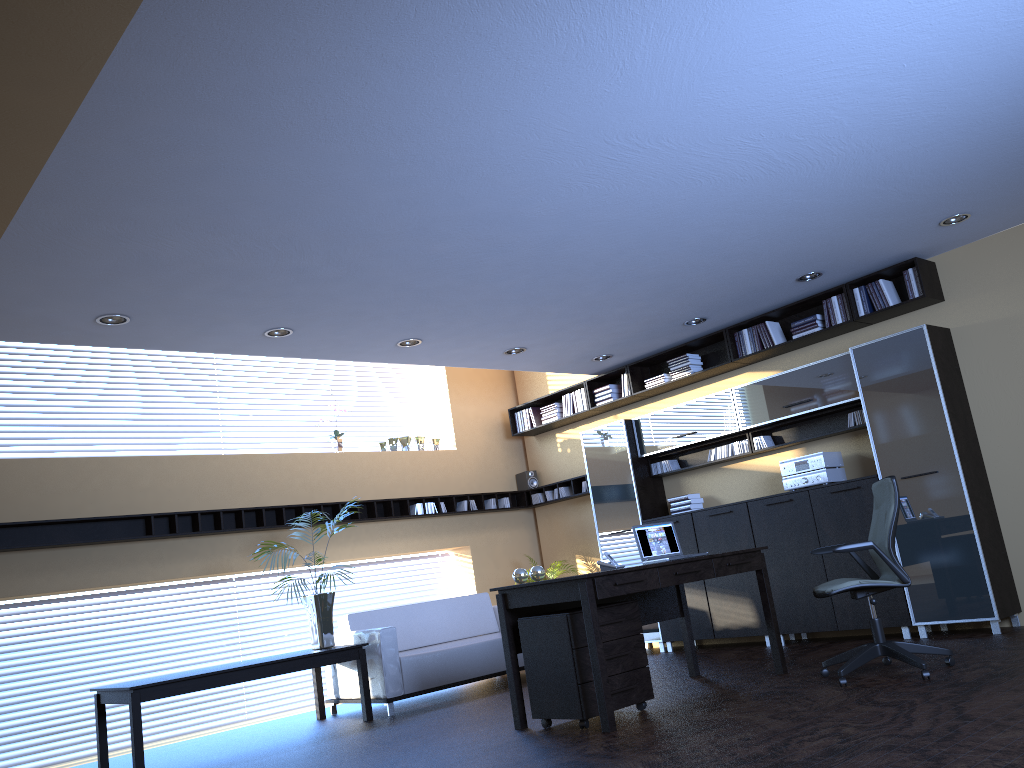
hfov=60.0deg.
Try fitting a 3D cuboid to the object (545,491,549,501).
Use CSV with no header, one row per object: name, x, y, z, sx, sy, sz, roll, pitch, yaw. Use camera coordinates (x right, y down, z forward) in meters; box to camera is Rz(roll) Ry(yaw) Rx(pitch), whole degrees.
object,0.470,1.338,10.604,0.142,0.119,0.030,2,-15,-42

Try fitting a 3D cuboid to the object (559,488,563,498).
object,0.621,1.277,10.435,0.142,0.119,0.009,2,-15,-42

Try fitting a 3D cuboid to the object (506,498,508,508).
object,-0.105,1.436,10.651,0.009,0.119,0.143,1,-15,-41

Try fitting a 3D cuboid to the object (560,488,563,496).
object,0.634,1.272,10.420,0.142,0.119,0.030,2,-15,-42

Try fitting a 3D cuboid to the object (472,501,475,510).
object,-0.493,1.420,10.310,0.030,0.119,0.143,1,-16,-42

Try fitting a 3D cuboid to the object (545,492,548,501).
object,0.463,1.341,10.612,0.142,0.119,0.030,2,-15,-42

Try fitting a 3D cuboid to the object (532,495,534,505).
object,0.307,1.404,10.787,0.142,0.119,0.009,2,-15,-42

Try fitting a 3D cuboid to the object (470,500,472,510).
object,-0.519,1.419,10.293,0.009,0.119,0.143,1,-15,-41

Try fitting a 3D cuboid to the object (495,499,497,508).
object,-0.238,1.432,10.544,0.009,0.119,0.143,1,-15,-42

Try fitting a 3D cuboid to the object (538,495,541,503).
object,0.374,1.377,10.712,0.142,0.119,0.009,2,-15,-42

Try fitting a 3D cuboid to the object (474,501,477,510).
object,-0.469,1.423,10.337,0.040,0.118,0.143,1,-16,-42

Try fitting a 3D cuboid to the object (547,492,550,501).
object,0.483,1.333,10.589,0.142,0.119,0.030,2,-15,-42

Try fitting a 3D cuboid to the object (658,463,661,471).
object,1.599,0.880,9.331,0.142,0.119,0.009,2,-15,-41

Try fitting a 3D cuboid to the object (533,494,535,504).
object,0.320,1.398,10.772,0.142,0.119,0.009,2,-15,-42

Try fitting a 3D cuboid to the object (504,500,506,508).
object,-0.132,1.437,10.635,0.006,0.118,0.141,1,-15,-41

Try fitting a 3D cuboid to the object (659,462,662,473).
object,1.608,0.878,9.326,0.142,0.119,0.009,2,-15,-41

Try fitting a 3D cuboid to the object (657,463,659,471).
object,1.586,0.885,9.345,0.140,0.118,0.006,2,-15,-41

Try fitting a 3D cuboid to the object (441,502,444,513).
object,-0.827,1.405,10.019,0.030,0.119,0.143,1,-16,-41

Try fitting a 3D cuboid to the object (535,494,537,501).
object,0.347,1.387,10.742,0.142,0.119,0.009,2,-15,-42

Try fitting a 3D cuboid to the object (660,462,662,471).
object,1.614,0.875,9.318,0.142,0.119,0.009,2,-15,-41

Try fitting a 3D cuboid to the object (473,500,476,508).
object,-0.477,1.420,10.324,0.026,0.117,0.141,1,-16,-42

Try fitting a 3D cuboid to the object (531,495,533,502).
object,0.301,1.406,10.794,0.142,0.119,0.009,2,-15,-42

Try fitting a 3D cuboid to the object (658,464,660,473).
object,1.591,0.883,9.337,0.140,0.118,0.006,2,-15,-41

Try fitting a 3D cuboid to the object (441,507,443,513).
object,-0.834,1.405,10.011,0.030,0.119,0.143,1,-16,-42

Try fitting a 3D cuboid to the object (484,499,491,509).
object,-0.295,1.431,10.492,0.040,0.118,0.143,1,-16,-42

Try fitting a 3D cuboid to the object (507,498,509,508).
object,-0.089,1.437,10.664,0.009,0.119,0.143,1,-16,-42

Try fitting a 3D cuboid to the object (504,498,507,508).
object,-0.121,1.436,10.639,0.009,0.119,0.143,1,-15,-42

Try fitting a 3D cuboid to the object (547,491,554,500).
object,0.493,1.330,10.578,0.142,0.118,0.040,2,-16,-42

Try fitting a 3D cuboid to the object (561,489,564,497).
object,0.641,1.269,10.412,0.142,0.119,0.030,2,-15,-42

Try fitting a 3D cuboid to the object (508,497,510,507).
object,-0.081,1.437,10.670,0.009,0.119,0.143,1,-15,-41

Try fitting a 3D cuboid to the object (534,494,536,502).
object,0.334,1.393,10.757,0.142,0.119,0.009,2,-15,-42

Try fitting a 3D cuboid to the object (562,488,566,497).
object,0.654,1.264,10.397,0.142,0.119,0.030,2,-15,-42

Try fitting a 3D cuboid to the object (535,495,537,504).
object,0.341,1.390,10.749,0.142,0.119,0.009,2,-15,-42

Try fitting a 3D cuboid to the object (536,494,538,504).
object,0.354,1.385,10.735,0.142,0.119,0.009,2,-15,-42

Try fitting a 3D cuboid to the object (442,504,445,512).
object,-0.821,1.406,10.028,0.030,0.119,0.143,1,-16,-41

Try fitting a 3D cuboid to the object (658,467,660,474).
object,1.587,0.886,9.346,0.142,0.119,0.009,2,-15,-41

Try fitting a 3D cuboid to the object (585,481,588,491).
object,0.900,1.164,10.121,0.142,0.119,0.009,2,-15,-42

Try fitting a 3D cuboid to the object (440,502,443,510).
object,-0.833,1.404,10.010,0.026,0.117,0.141,1,-15,-41

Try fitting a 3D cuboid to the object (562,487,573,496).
object,0.664,1.261,10.386,0.142,0.118,0.040,2,-16,-42

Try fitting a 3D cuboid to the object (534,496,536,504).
object,0.327,1.395,10.764,0.142,0.119,0.009,2,-15,-42

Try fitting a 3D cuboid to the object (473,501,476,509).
object,-0.480,1.421,10.327,0.030,0.119,0.143,1,-16,-42

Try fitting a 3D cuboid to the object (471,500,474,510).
object,-0.503,1.420,10.306,0.030,0.119,0.143,1,-16,-41

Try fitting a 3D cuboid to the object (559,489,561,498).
object,0.614,1.280,10.442,0.142,0.119,0.009,2,-15,-42

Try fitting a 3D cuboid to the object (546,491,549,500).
object,0.477,1.335,10.597,0.142,0.119,0.030,2,-15,-42

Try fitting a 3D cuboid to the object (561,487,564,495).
object,0.647,1.266,10.405,0.142,0.119,0.030,2,-15,-42

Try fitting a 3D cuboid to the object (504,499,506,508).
object,-0.132,1.437,10.636,0.009,0.119,0.143,1,-16,-42

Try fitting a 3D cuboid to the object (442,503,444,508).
object,-0.815,1.408,10.037,0.030,0.119,0.143,1,-16,-42

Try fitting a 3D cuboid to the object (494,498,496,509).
object,-0.243,1.431,10.535,0.009,0.119,0.143,1,-15,-41

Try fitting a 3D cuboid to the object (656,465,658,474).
object,1.574,0.891,9.361,0.142,0.119,0.009,2,-15,-42

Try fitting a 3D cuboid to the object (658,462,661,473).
object,1.598,0.880,9.329,0.140,0.118,0.006,2,-15,-42

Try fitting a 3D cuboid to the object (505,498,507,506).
object,-0.112,1.436,10.644,0.009,0.119,0.143,1,-16,-42

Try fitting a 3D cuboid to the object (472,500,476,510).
object,-0.487,1.421,10.320,0.030,0.119,0.143,1,-16,-42

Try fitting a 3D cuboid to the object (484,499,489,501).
object,-0.296,1.432,10.494,0.041,0.121,0.143,1,-16,-42

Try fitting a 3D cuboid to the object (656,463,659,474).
object,1.579,0.888,9.353,0.142,0.119,0.009,2,-15,-42

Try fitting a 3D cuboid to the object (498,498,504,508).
object,-0.147,1.436,10.616,0.040,0.118,0.143,1,-16,-42
